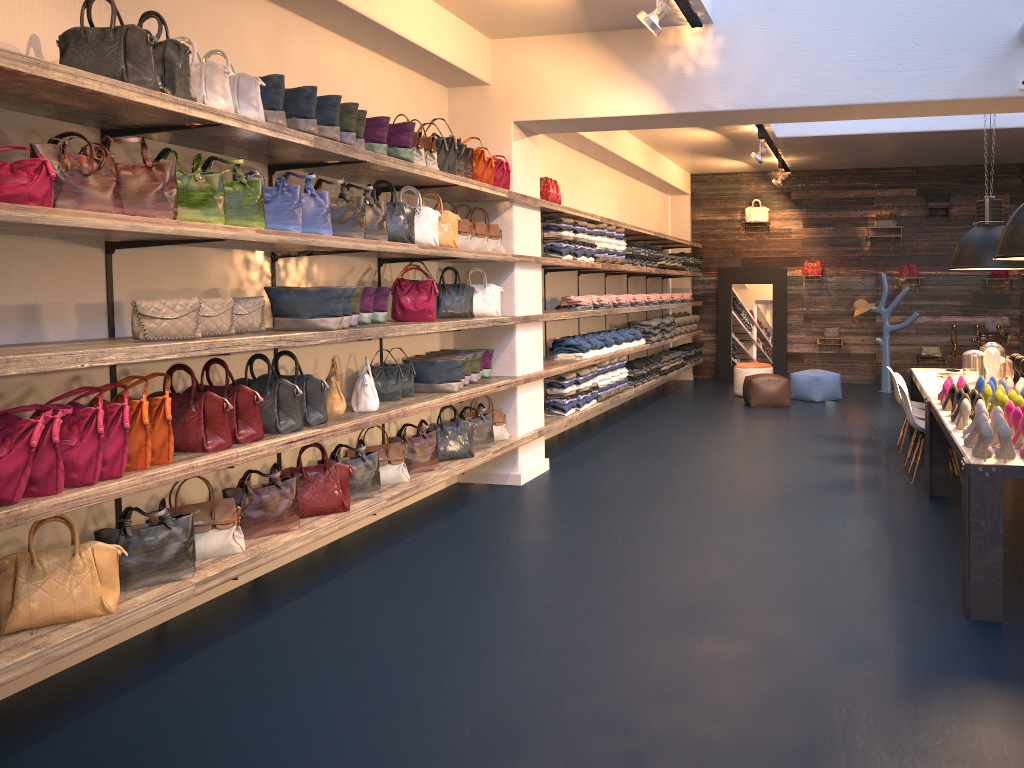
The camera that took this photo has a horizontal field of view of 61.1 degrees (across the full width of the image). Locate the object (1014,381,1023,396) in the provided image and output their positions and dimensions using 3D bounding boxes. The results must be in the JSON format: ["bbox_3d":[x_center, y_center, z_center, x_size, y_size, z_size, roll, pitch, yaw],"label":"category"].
[{"bbox_3d":[3.517,0.068,5.970,0.192,0.195,0.254,1,5,19],"label":"object"}]

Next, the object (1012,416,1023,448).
[{"bbox_3d":[2.647,0.238,4.419,0.192,0.195,0.254,1,5,19],"label":"object"}]

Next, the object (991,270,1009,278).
[{"bbox_3d":[7.649,-1.776,13.622,0.239,0.242,0.227,1,4,13],"label":"object"}]

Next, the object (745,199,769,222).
[{"bbox_3d":[4.078,-2.877,14.428,0.423,0.385,0.194,0,3,3],"label":"object"}]

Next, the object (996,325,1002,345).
[{"bbox_3d":[4.782,-0.349,8.515,0.143,0.467,0.137,-1,3,-6],"label":"object"}]

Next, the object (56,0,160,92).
[{"bbox_3d":[-1.545,-1.303,3.327,0.414,0.385,0.198,0,3,9],"label":"object"}]

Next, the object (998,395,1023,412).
[{"bbox_3d":[2.983,0.152,5.205,0.192,0.195,0.254,1,5,19],"label":"object"}]

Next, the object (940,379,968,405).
[{"bbox_3d":[3.102,0.056,6.080,0.193,0.195,0.260,2,5,30],"label":"object"}]

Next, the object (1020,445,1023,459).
[{"bbox_3d":[2.537,0.268,4.140,0.194,0.195,0.253,1,5,16],"label":"object"}]

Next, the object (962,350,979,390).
[{"bbox_3d":[3.679,-0.107,6.912,0.171,0.335,0.201,2,4,37],"label":"object"}]

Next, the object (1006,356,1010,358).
[{"bbox_3d":[4.649,-0.176,8.148,0.438,0.202,0.224,0,5,2],"label":"object"}]

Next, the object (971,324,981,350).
[{"bbox_3d":[4.571,-0.354,8.564,0.150,0.467,0.129,-2,3,-29],"label":"object"}]

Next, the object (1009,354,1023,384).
[{"bbox_3d":[4.172,-0.108,7.150,0.147,0.284,0.161,1,3,18],"label":"object"}]

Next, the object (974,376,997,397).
[{"bbox_3d":[3.430,0.032,6.297,0.192,0.195,0.254,1,5,19],"label":"object"}]

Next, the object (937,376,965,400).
[{"bbox_3d":[3.219,0.028,6.340,0.195,0.195,0.251,1,5,13],"label":"object"}]

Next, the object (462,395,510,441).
[{"bbox_3d":[-0.218,0.264,6.750,0.413,0.366,0.165,-3,4,-32],"label":"object"}]

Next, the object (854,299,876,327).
[{"bbox_3d":[5.444,-1.093,13.395,0.322,0.440,0.371,1,4,15],"label":"object"}]

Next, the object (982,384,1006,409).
[{"bbox_3d":[3.198,0.089,5.776,0.191,0.195,0.256,1,5,22],"label":"object"}]

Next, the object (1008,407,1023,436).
[{"bbox_3d":[2.758,0.209,4.681,0.190,0.195,0.257,2,5,23],"label":"object"}]

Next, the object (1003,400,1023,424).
[{"bbox_3d":[2.871,0.181,4.935,0.189,0.195,0.258,2,5,27],"label":"object"}]

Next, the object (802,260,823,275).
[{"bbox_3d":[4.943,-1.907,14.275,0.316,0.253,0.147,2,4,28],"label":"object"}]

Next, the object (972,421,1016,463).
[{"bbox_3d":[2.323,0.264,4.182,0.190,0.195,0.257,2,5,24],"label":"object"}]

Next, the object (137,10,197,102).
[{"bbox_3d":[-1.486,-1.323,3.522,0.407,0.385,0.202,1,4,16],"label":"object"}]

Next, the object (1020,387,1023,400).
[{"bbox_3d":[3.413,0.095,5.721,0.192,0.195,0.254,1,5,19],"label":"object"}]

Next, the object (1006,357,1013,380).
[{"bbox_3d":[3.822,-0.070,6.783,0.172,0.289,0.177,0,3,7],"label":"object"}]

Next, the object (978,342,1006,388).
[{"bbox_3d":[3.664,-0.114,6.628,0.199,0.411,0.205,0,3,7],"label":"object"}]

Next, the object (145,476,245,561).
[{"bbox_3d":[-1.395,0.584,3.824,0.413,0.366,0.165,-3,4,-32],"label":"object"}]

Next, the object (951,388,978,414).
[{"bbox_3d":[2.910,0.114,5.551,0.189,0.195,0.258,2,5,27],"label":"object"}]

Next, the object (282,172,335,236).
[{"bbox_3d":[-1.081,-0.921,4.454,0.407,0.338,0.200,-4,5,-35],"label":"object"}]

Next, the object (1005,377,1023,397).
[{"bbox_3d":[3.614,0.038,6.239,0.190,0.195,0.258,2,5,25],"label":"object"}]

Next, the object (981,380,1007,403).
[{"bbox_3d":[3.328,0.063,6.015,0.197,0.195,0.249,0,5,11],"label":"object"}]

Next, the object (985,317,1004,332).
[{"bbox_3d":[7.595,-0.940,13.670,0.255,0.229,0.085,3,4,34],"label":"object"}]

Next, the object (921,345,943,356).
[{"bbox_3d":[6.716,-0.534,13.857,0.373,0.173,0.226,-1,5,-7],"label":"object"}]

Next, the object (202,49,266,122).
[{"bbox_3d":[-1.307,-1.341,3.925,0.412,0.330,0.199,1,4,11],"label":"object"}]

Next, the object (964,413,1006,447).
[{"bbox_3d":[2.435,0.233,4.460,0.197,0.195,0.249,0,5,11],"label":"object"}]

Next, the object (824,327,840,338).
[{"bbox_3d":[5.245,-0.842,14.234,0.275,0.175,0.102,-1,3,-8],"label":"object"}]

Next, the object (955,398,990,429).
[{"bbox_3d":[2.670,0.172,5.026,0.189,0.195,0.259,2,5,27],"label":"object"}]

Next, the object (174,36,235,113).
[{"bbox_3d":[-1.386,-1.319,3.726,0.415,0.330,0.198,0,4,9],"label":"object"}]

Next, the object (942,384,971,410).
[{"bbox_3d":[2.987,0.086,5.812,0.192,0.195,0.254,1,5,19],"label":"object"}]

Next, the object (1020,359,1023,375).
[{"bbox_3d":[3.972,-0.054,6.655,0.147,0.284,0.161,1,3,18],"label":"object"}]

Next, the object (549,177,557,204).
[{"bbox_3d":[0.232,-1.705,7.673,0.304,0.244,0.149,1,4,17],"label":"object"}]

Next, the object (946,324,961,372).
[{"bbox_3d":[4.377,-0.359,8.613,0.130,0.467,0.149,1,3,30],"label":"object"}]

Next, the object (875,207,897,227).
[{"bbox_3d":[6.013,-2.687,13.966,0.330,0.334,0.176,2,4,28],"label":"object"}]

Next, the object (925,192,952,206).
[{"bbox_3d":[6.756,-2.921,13.764,0.408,0.231,0.183,1,4,8],"label":"object"}]

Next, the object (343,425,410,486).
[{"bbox_3d":[-0.823,0.429,5.245,0.413,0.366,0.165,-3,4,-32],"label":"object"}]

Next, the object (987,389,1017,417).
[{"bbox_3d":[3.105,0.121,5.484,0.192,0.195,0.254,1,5,19],"label":"object"}]

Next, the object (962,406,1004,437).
[{"bbox_3d":[2.569,0.205,4.724,0.200,0.195,0.245,0,5,6],"label":"object"}]

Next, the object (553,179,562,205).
[{"bbox_3d":[0.276,-1.716,7.773,0.310,0.244,0.146,1,4,10],"label":"object"}]

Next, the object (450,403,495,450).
[{"bbox_3d":[-0.273,0.316,6.404,0.406,0.338,0.200,-3,4,-32],"label":"object"}]

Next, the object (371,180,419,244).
[{"bbox_3d":[-0.764,-1.034,5.233,0.461,0.385,0.178,-4,4,-35],"label":"object"}]

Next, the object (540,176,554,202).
[{"bbox_3d":[0.195,-1.695,7.578,0.306,0.244,0.148,1,4,14],"label":"object"}]

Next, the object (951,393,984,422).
[{"bbox_3d":[2.785,0.143,5.289,0.195,0.195,0.252,1,5,15],"label":"object"}]

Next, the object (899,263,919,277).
[{"bbox_3d":[6.373,-1.822,13.907,0.318,0.254,0.139,0,3,2],"label":"object"}]

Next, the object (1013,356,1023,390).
[{"bbox_3d":[4.073,-0.081,6.906,0.147,0.284,0.161,1,3,18],"label":"object"}]
